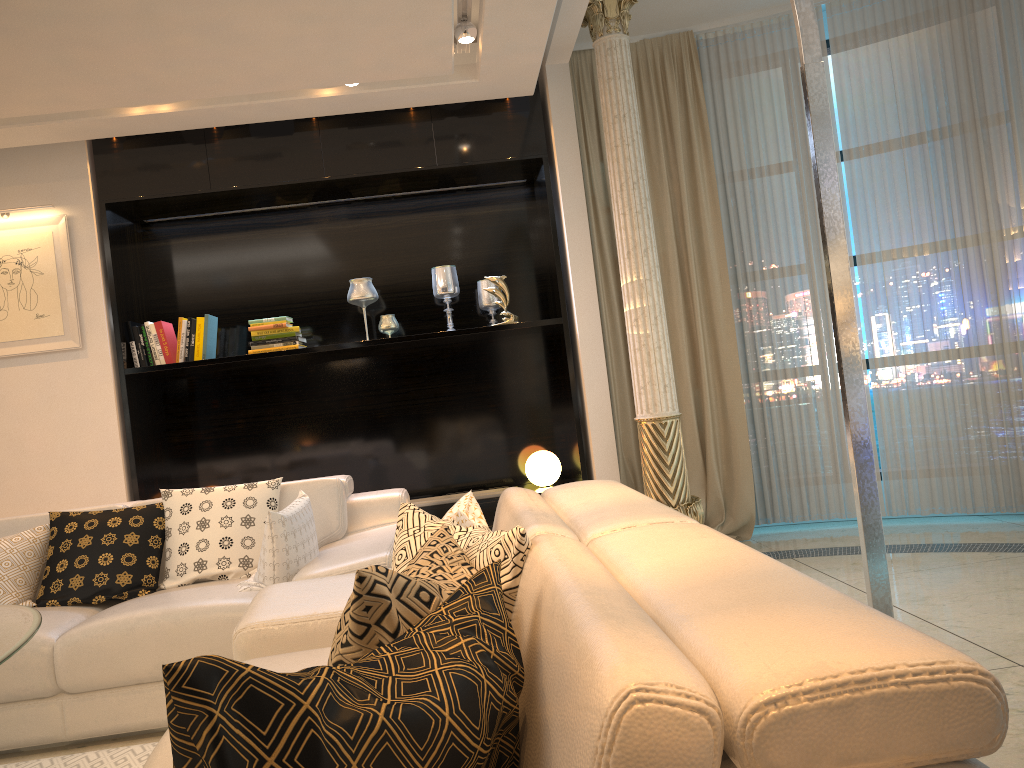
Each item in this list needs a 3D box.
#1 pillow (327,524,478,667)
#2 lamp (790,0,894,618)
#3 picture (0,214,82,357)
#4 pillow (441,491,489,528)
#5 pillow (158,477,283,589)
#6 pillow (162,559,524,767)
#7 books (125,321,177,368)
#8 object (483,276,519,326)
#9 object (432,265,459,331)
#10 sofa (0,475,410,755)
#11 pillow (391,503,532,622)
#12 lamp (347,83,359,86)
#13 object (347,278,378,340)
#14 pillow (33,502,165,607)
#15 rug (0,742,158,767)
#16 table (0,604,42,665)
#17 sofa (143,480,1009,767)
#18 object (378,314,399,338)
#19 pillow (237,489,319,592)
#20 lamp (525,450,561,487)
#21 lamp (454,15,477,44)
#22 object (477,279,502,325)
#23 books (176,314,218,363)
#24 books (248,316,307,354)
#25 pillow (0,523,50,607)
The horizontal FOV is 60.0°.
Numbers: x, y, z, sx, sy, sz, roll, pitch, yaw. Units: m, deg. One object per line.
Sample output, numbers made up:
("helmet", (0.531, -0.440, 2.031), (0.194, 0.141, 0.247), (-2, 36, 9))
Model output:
("pillow", (-0.150, 0.461, 1.446), (0.301, 0.436, 0.575), (-7, -1, 2))
("lamp", (-0.365, -0.189, 1.627), (2.009, 2.519, 0.393), (-7, -1, -4))
("picture", (-2.662, -0.519, 4.767), (0.610, 0.729, 0.027), (-7, -1, -4))
("pillow", (-0.150, 0.476, 2.165), (0.222, 0.380, 0.463), (-7, -1, 1))
("pillow", (-1.198, 0.604, 3.613), (0.526, 0.399, 0.255), (-7, -1, -4))
("pillow", (-0.149, 0.456, 1.044), (0.301, 0.436, 0.575), (-7, -1, 27))
("books", (-2.023, -0.225, 5.030), (0.240, 0.270, 0.208), (-7, -1, -4))
("object", (-0.065, -0.477, 5.092), (0.182, 0.293, 0.116), (-7, -1, -7))
("object", (-0.386, -0.488, 5.325), (0.156, 0.426, 0.156), (-7, -1, 1))
("sofa", (-1.558, 0.869, 3.495), (2.328, 0.754, 1.145), (-7, -1, -4))
("pillow", (-0.097, 0.464, 1.769), (0.288, 0.429, 0.587), (-7, -1, -29))
("lamp", (-0.812, -1.564, 4.454), (0.107, 0.127, 0.107), (-7, -1, -23))
("object", (-0.864, -0.422, 5.192), (0.181, 0.381, 0.181), (-7, -1, -10))
("pillow", (-1.647, 0.673, 3.540), (0.524, 0.355, 0.323), (-7, -1, -3))
("rug", (-1.464, 1.209, 1.502), (1.661, 0.020, 2.900), (-7, -1, -4))
("table", (-1.492, 0.915, 1.531), (0.999, 0.565, 2.140), (-7, -1, -5))
("sofa", (-0.147, 0.674, 1.626), (1.145, 0.754, 2.328), (-7, -1, -4))
("object", (-0.720, -0.325, 5.188), (0.119, 0.154, 0.119), (-7, -1, 6))
("pillow", (-0.892, 0.592, 3.377), (0.281, 0.325, 0.521), (-7, -1, 6))
("lamp", (0.185, 0.501, 5.256), (0.213, 0.214, 0.212), (-6, -1, -43))
("lamp", (-0.218, -1.653, 4.125), (0.107, 0.127, 0.107), (-7, -1, -23))
("object", (-0.123, -0.465, 5.335), (0.147, 0.317, 0.147), (-7, -1, -2))
("books", (-1.793, -0.249, 5.050), (0.210, 0.261, 0.212), (-7, -1, -4))
("books", (-1.352, -0.273, 5.102), (0.296, 0.197, 0.260), (-7, -1, -1))
("pillow", (-2.095, 0.762, 3.499), (0.521, 0.329, 0.351), (-7, -1, -4))
